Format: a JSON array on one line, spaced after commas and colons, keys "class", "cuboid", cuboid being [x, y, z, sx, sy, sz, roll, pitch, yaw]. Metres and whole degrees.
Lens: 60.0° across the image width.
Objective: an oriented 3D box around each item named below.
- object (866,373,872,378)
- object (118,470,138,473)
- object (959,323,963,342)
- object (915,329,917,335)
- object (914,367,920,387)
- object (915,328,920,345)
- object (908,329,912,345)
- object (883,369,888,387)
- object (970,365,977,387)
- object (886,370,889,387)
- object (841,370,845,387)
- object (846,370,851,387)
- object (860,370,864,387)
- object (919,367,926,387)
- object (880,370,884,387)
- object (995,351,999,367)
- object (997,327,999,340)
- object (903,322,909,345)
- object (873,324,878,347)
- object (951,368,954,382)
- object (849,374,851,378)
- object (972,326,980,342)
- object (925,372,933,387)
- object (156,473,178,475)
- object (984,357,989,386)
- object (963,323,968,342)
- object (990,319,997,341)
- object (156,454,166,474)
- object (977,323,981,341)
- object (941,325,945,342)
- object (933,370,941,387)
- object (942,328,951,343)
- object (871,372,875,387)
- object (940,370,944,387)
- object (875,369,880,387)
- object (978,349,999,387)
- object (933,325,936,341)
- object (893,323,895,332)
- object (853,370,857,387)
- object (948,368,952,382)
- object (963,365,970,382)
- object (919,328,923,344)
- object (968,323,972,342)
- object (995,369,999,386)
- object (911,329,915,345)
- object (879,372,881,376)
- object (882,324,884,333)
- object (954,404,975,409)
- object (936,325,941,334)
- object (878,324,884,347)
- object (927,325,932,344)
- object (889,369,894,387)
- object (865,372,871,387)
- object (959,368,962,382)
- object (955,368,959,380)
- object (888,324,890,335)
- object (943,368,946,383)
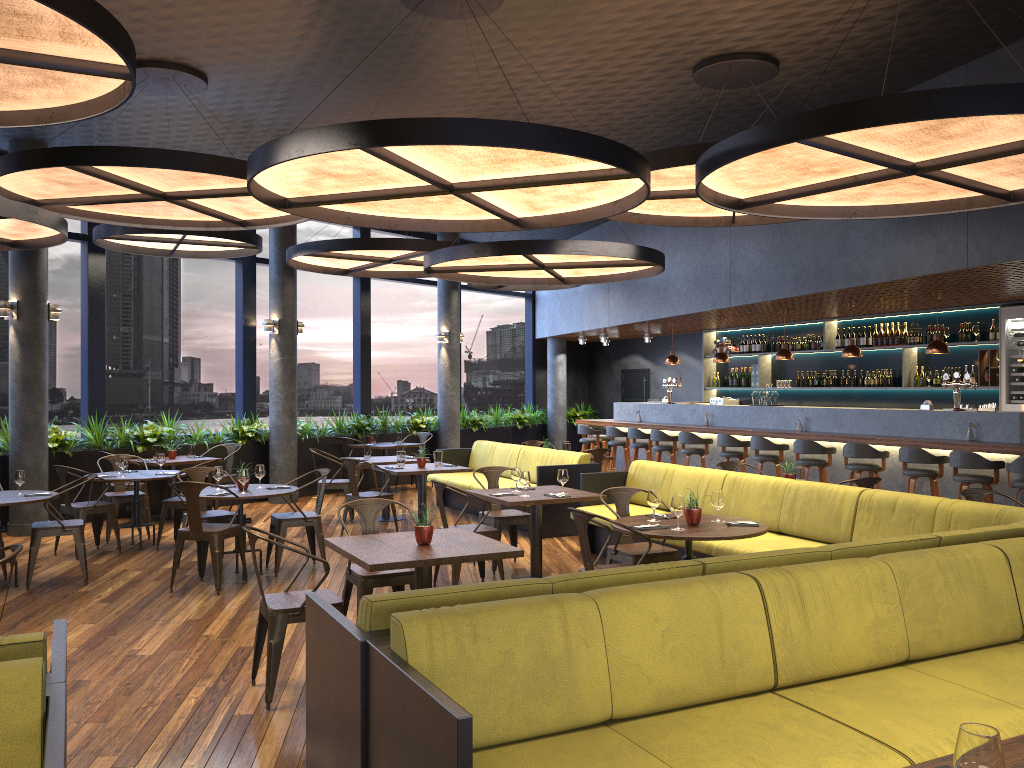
[{"class": "object", "cuboid": [5.270, -0.057, 13.085, 0.097, 0.206, 0.097, 0, 0, 5]}, {"class": "object", "cuboid": [-4.162, 0.946, 9.630, 0.157, 0.019, 0.255, 0, 0, -40]}, {"class": "object", "cuboid": [5.884, -0.668, 11.596, 0.063, 0.254, 0.063, 0, 0, 16]}, {"class": "object", "cuboid": [5.588, -0.650, 12.245, 0.056, 0.227, 0.056, 0, 0, 25]}, {"class": "object", "cuboid": [5.596, -0.098, 12.262, 0.079, 0.281, 0.079, 0, 0, -23]}, {"class": "object", "cuboid": [5.562, -0.650, 12.162, 0.056, 0.227, 0.056, 0, 0, -40]}, {"class": "object", "cuboid": [5.507, -0.650, 12.271, 0.056, 0.227, 0.056, 0, 0, 25]}, {"class": "object", "cuboid": [5.324, -0.083, 12.648, 0.063, 0.254, 0.063, 0, 0, -19]}, {"class": "object", "cuboid": [5.976, -0.104, 11.496, 0.079, 0.281, 0.079, 0, 0, -33]}, {"class": "object", "cuboid": [5.420, -0.082, 12.804, 0.063, 0.254, 0.063, 0, 0, 1]}, {"class": "object", "cuboid": [4.982, -0.078, 13.343, 0.063, 0.254, 0.063, 0, 0, 36]}, {"class": "object", "cuboid": [5.026, -0.079, 13.253, 0.063, 0.254, 0.063, 0, 0, 11]}, {"class": "object", "cuboid": [5.197, -0.080, 13.175, 0.063, 0.254, 0.063, 0, 0, 21]}, {"class": "object", "cuboid": [5.638, -0.099, 12.178, 0.079, 0.281, 0.079, 0, 0, 42]}, {"class": "object", "cuboid": [5.338, -0.082, 12.782, 0.063, 0.254, 0.063, 0, 0, 1]}, {"class": "object", "cuboid": [6.120, -0.314, 11.143, 0.097, 0.206, 0.097, 0, 0, 14]}, {"class": "object", "cuboid": [6.143, -0.683, 11.156, 0.079, 0.281, 0.079, 0, 0, 32]}, {"class": "object", "cuboid": [5.545, -0.702, 12.481, 0.084, 0.330, 0.084, 0, 0, -20]}, {"class": "object", "cuboid": [5.251, -0.699, 12.795, 0.084, 0.330, 0.084, 0, 0, -20]}, {"class": "object", "cuboid": [5.881, -0.087, 11.840, 0.063, 0.254, 0.063, 0, 0, 26]}, {"class": "object", "cuboid": [5.081, -0.079, 13.391, 0.063, 0.254, 0.063, 0, 0, -39]}, {"class": "object", "cuboid": [5.964, -0.645, 11.393, 0.097, 0.206, 0.097, 0, 0, 32]}, {"class": "object", "cuboid": [5.654, -0.062, 12.024, 0.097, 0.206, 0.097, 0, 0, 32]}, {"class": "object", "cuboid": [-3.652, 0.944, 9.346, 0.255, 0.019, 0.157, 0, 0, 5]}, {"class": "object", "cuboid": [6.055, -0.156, 11.272, 0.091, 0.369, 0.092, 0, 0, 33]}, {"class": "object", "cuboid": [5.872, -0.668, 11.485, 0.063, 0.254, 0.063, 0, 0, 1]}, {"class": "object", "cuboid": [6.101, -0.683, 11.240, 0.079, 0.281, 0.079, 0, 0, -18]}, {"class": "object", "cuboid": [-3.755, 0.851, 9.488, 0.097, 0.206, 0.097, 0, 0, -22]}, {"class": "object", "cuboid": [6.050, -0.668, 11.498, 0.063, 0.254, 0.063, 0, 0, -19]}, {"class": "object", "cuboid": [5.787, -0.666, 11.912, 0.063, 0.254, 0.063, 0, 0, -39]}, {"class": "object", "cuboid": [5.694, -0.072, 11.886, 0.088, 0.224, 0.088, 0, 0, 33]}, {"class": "object", "cuboid": [5.763, -0.643, 11.761, 0.097, 0.206, 0.097, 0, 0, 32]}, {"class": "object", "cuboid": [5.253, -0.066, 12.872, 0.088, 0.224, 0.088, 0, 0, -12]}, {"class": "object", "cuboid": [5.799, -0.072, 11.921, 0.088, 0.224, 0.088, 0, 0, -32]}, {"class": "object", "cuboid": [5.252, -0.082, 12.738, 0.063, 0.254, 0.063, 0, 0, -34]}, {"class": "object", "cuboid": [6.086, -0.203, 11.208, 0.161, 0.475, 0.300, 0, 0, -27]}, {"class": "object", "cuboid": [5.735, -0.665, 12.015, 0.063, 0.254, 0.063, 0, 0, 26]}, {"class": "object", "cuboid": [5.431, -0.701, 12.636, 0.084, 0.330, 0.084, 0, 0, -20]}, {"class": "object", "cuboid": [5.137, -0.079, 13.278, 0.063, 0.254, 0.063, 0, 0, 36]}, {"class": "object", "cuboid": [5.811, -0.087, 11.795, 0.063, 0.254, 0.063, 0, 0, 1]}, {"class": "object", "cuboid": [5.935, -0.103, 11.580, 0.079, 0.281, 0.079, 0, 0, 37]}, {"class": "object", "cuboid": [5.616, -0.650, 12.190, 0.056, 0.227, 0.056, 0, 0, -25]}, {"class": "object", "cuboid": [5.956, -0.668, 11.543, 0.063, 0.254, 0.063, 0, 0, 26]}, {"class": "object", "cuboid": [6.121, -0.080, 11.142, 0.097, 0.206, 0.097, 0, 0, 14]}, {"class": "object", "cuboid": [5.534, -0.650, 12.217, 0.056, 0.227, 0.056, 0, 0, 40]}, {"class": "object", "cuboid": [5.355, -0.066, 12.921, 0.088, 0.224, 0.088, 0, 0, -32]}, {"class": "object", "cuboid": [5.347, -0.700, 12.806, 0.084, 0.330, 0.084, 0, 0, -20]}, {"class": "object", "cuboid": [5.940, 0.506, 11.596, 0.204, 0.492, 0.310, 0, 0, -26]}, {"class": "object", "cuboid": [5.703, -0.666, 11.869, 0.063, 0.254, 0.063, 0, 0, 36]}, {"class": "object", "cuboid": [5.294, -0.700, 12.712, 0.084, 0.330, 0.084, 0, 0, -20]}, {"class": "object", "cuboid": [5.642, -0.665, 11.975, 0.063, 0.254, 0.063, 0, 0, -29]}, {"class": "object", "cuboid": [5.424, -0.083, 12.687, 0.063, 0.254, 0.063, 0, 0, 36]}, {"class": "object", "cuboid": [5.205, -0.066, 12.968, 0.088, 0.224, 0.088, 0, 0, 33]}, {"class": "object", "cuboid": [5.914, -0.088, 11.715, 0.063, 0.254, 0.063, 0, 0, -19]}, {"class": "object", "cuboid": [5.844, -0.088, 11.671, 0.063, 0.254, 0.063, 0, 0, 26]}, {"class": "object", "cuboid": [5.387, -0.700, 12.719, 0.084, 0.330, 0.084, 0, 0, -20]}, {"class": "object", "cuboid": [5.741, -0.087, 11.754, 0.063, 0.254, 0.063, 0, 0, -24]}]
